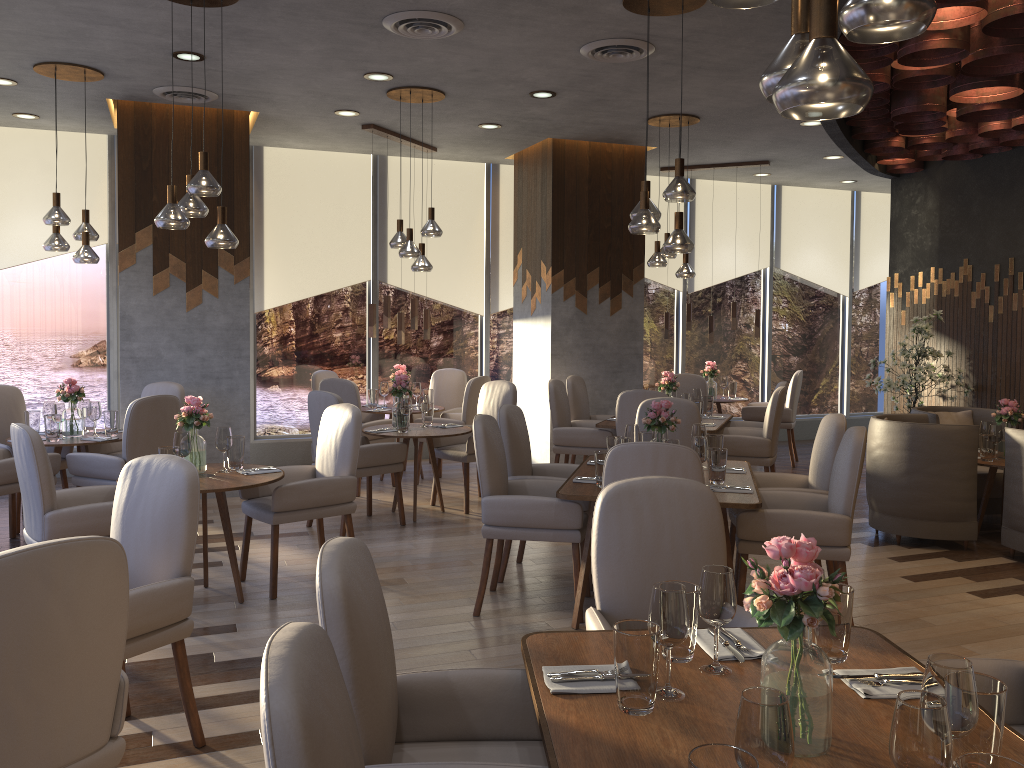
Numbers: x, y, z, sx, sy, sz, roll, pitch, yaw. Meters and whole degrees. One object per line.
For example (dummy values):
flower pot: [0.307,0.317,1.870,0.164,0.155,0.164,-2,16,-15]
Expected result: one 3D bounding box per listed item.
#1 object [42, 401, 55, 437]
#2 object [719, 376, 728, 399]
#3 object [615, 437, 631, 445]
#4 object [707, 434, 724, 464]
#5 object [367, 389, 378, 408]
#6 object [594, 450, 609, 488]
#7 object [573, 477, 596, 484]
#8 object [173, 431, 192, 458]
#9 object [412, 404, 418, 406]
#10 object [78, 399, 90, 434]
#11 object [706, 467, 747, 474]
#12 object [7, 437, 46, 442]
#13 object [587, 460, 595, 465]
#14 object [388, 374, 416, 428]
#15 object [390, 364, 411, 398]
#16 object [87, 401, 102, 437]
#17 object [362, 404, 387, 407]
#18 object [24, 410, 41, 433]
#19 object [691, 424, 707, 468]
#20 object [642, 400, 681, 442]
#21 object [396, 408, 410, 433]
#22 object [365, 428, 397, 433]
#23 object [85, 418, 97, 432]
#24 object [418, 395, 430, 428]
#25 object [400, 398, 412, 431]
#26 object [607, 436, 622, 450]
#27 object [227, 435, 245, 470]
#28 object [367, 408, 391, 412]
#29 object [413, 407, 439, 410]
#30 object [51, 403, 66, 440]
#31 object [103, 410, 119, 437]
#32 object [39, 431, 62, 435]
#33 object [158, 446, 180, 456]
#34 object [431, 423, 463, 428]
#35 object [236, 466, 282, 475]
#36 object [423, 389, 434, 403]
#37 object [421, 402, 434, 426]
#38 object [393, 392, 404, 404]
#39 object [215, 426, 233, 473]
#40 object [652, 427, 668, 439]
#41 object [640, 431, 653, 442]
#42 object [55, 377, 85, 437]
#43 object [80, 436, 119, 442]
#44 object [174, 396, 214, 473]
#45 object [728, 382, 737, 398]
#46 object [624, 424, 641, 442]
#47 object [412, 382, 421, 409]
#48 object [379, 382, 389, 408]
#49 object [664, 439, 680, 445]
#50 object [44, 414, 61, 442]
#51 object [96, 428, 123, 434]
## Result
object: [-3.232,0.243,6.198,0.092,0.244,0.092,0,3,-19]
object: [2.319,0.035,9.715,0.092,0.244,0.092,-1,3,-30]
object: [0.561,0.391,4.470,0.092,0.244,0.092,0,2,-8]
object: [1.168,0.383,5.114,0.102,0.178,0.102,-1,3,-21]
object: [-1.311,0.138,8.339,0.102,0.178,0.102,1,3,17]
object: [0.462,0.426,4.425,0.102,0.178,0.102,2,3,28]
object: [0.445,0.494,4.594,0.255,0.019,0.158,1,4,12]
object: [-1.708,0.369,4.590,0.092,0.244,0.092,-1,3,-35]
object: [-0.911,0.202,8.608,0.157,0.019,0.255,3,5,29]
object: [-3.063,0.233,6.353,0.092,0.244,0.092,1,2,9]
object: [1.180,0.474,4.952,0.255,0.019,0.158,1,4,13]
object: [-3.239,0.371,5.975,0.157,0.019,0.255,3,5,30]
object: [0.566,0.455,5.153,0.255,0.019,0.158,1,4,12]
object: [-0.855,0.131,6.823,0.210,0.415,0.198,2,3,26]
object: [-1.055,0.018,8.389,0.210,0.415,0.198,0,3,-9]
object: [-2.920,0.245,6.200,0.092,0.244,0.092,-2,3,-40]
object: [-1.300,0.206,8.508,0.255,0.019,0.157,2,4,21]
object: [-3.338,0.277,6.174,0.102,0.178,0.102,0,3,-10]
object: [1.068,0.352,5.069,0.092,0.244,0.092,-1,3,-35]
object: [0.796,0.290,4.764,0.210,0.415,0.198,2,3,26]
object: [-0.806,0.269,6.549,0.102,0.178,0.102,-2,4,-41]
object: [-0.957,0.342,6.624,0.157,0.019,0.255,4,6,43]
object: [-3.078,0.258,6.463,0.102,0.178,0.102,1,3,5]
object: [-0.682,0.213,6.889,0.092,0.244,0.092,2,3,24]
object: [-0.794,0.229,6.656,0.092,0.244,0.092,-1,3,-27]
object: [0.583,0.388,4.985,0.102,0.178,0.102,2,3,28]
object: [-1.530,0.380,4.909,0.102,0.178,0.102,0,3,-1]
object: [-1.208,0.233,8.131,0.157,0.019,0.255,2,4,23]
object: [-0.818,0.230,8.226,0.255,0.019,0.157,2,4,25]
object: [-3.088,0.255,6.042,0.092,0.244,0.092,-2,3,-40]
object: [-2.813,0.277,6.224,0.102,0.178,0.102,3,4,41]
object: [-3.321,0.345,6.342,0.255,0.019,0.157,2,4,24]
object: [-1.737,0.409,4.486,0.102,0.178,0.102,1,3,18]
object: [-0.520,0.324,6.926,0.157,0.019,0.255,4,6,44]
object: [-1.396,0.468,4.814,0.255,0.019,0.157,-3,5,-37]
object: [-0.794,0.139,8.388,0.102,0.178,0.102,0,3,-18]
object: [-0.668,0.238,6.998,0.102,0.178,0.102,-1,3,-29]
object: [-1.042,0.156,8.111,0.102,0.178,0.102,-2,4,-41]
object: [-1.561,0.355,4.803,0.092,0.244,0.092,2,3,33]
object: [0.855,0.347,5.122,0.092,0.244,0.092,2,3,35]
object: [0.804,0.373,5.220,0.102,0.178,0.102,2,3,26]
object: [-3.081,0.159,6.191,0.198,0.415,0.210,1,3,16]
object: [-2.835,0.368,6.062,0.255,0.019,0.157,2,4,25]
object: [-1.718,0.269,4.789,0.210,0.415,0.198,3,3,41]
object: [2.422,0.066,9.752,0.102,0.178,0.102,-2,3,-36]
object: [0.682,0.352,5.030,0.092,0.244,0.092,2,3,31]
object: [-0.901,0.107,8.365,0.092,0.244,0.092,2,3,28]
object: [-1.205,0.104,8.367,0.092,0.244,0.092,-2,3,-43]
object: [0.791,0.399,4.392,0.092,0.244,0.092,0,2,-6]
object: [-3.076,0.296,5.935,0.102,0.178,0.102,0,3,-4]
object: [-2.916,0.341,6.433,0.157,0.019,0.255,3,5,29]
